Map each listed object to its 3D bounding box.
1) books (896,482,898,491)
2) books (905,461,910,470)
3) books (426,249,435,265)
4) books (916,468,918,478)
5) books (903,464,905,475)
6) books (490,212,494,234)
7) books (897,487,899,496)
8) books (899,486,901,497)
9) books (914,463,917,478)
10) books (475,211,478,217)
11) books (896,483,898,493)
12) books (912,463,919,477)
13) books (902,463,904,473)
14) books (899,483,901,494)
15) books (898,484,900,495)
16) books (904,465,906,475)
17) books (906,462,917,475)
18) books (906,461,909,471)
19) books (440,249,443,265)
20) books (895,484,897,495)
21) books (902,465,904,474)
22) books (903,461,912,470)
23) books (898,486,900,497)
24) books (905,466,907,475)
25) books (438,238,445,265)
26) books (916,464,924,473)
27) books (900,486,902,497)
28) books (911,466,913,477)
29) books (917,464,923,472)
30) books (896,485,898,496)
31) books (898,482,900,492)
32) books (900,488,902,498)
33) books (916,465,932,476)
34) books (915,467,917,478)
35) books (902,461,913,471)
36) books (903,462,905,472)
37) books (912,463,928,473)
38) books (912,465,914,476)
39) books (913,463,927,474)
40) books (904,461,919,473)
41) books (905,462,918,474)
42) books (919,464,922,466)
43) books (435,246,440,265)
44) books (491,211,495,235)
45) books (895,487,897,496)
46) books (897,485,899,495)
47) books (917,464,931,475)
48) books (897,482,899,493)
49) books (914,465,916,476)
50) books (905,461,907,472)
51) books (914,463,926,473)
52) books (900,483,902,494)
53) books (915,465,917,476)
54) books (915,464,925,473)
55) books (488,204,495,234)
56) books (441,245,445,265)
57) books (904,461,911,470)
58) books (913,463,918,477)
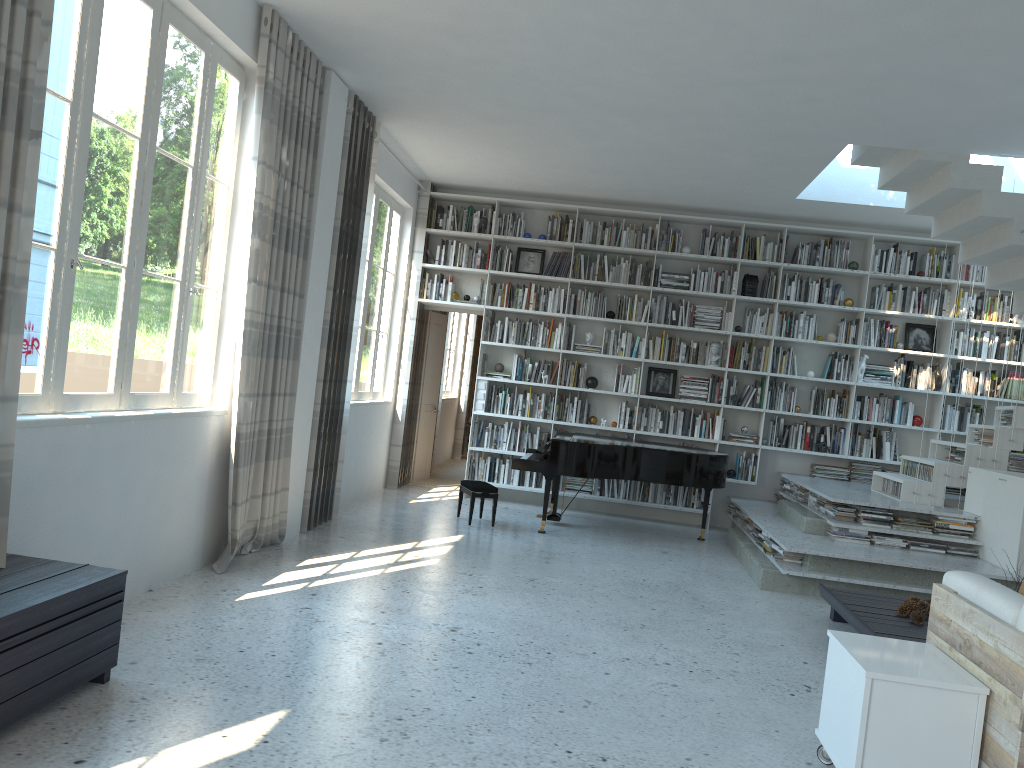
[{"bbox_3d":[3.411,0.918,7.714,0.125,0.125,0.008,7,1,6],"label":"books"},{"bbox_3d":[3.608,0.764,7.985,0.125,0.125,0.007,7,1,6],"label":"books"},{"bbox_3d":[-0.854,-1.338,9.453,0.121,0.176,0.129,7,1,6],"label":"books"},{"bbox_3d":[3.575,0.762,7.682,0.125,0.125,0.008,7,1,6],"label":"books"},{"bbox_3d":[3.612,0.764,8.022,0.125,0.125,0.008,7,1,6],"label":"books"},{"bbox_3d":[-0.199,-1.674,9.369,0.025,0.259,0.138,7,1,6],"label":"books"},{"bbox_3d":[3.406,0.918,7.668,0.125,0.125,0.010,7,1,6],"label":"books"},{"bbox_3d":[3.400,0.918,7.622,0.125,0.125,0.008,7,1,6],"label":"books"},{"bbox_3d":[3.580,0.762,7.730,0.125,0.125,0.007,7,1,6],"label":"books"},{"bbox_3d":[-0.373,-1.686,9.376,0.025,0.244,0.167,7,1,6],"label":"books"},{"bbox_3d":[3.410,0.918,7.706,0.125,0.125,0.008,7,1,6],"label":"books"},{"bbox_3d":[3.586,0.763,7.780,0.125,0.125,0.009,7,1,6],"label":"books"},{"bbox_3d":[3.616,0.765,8.052,0.125,0.125,0.007,7,1,6],"label":"books"},{"bbox_3d":[3.401,0.918,7.630,0.125,0.125,0.007,7,1,6],"label":"books"},{"bbox_3d":[3.404,0.918,7.652,0.125,0.125,0.008,7,1,6],"label":"books"},{"bbox_3d":[3.609,0.764,7.993,0.125,0.125,0.008,7,1,6],"label":"books"},{"bbox_3d":[3.604,0.764,7.945,0.125,0.125,0.010,7,1,6],"label":"books"},{"bbox_3d":[3.605,0.764,7.955,0.125,0.125,0.008,7,1,6],"label":"books"},{"bbox_3d":[-0.736,-1.333,9.444,0.024,0.192,0.138,7,1,6],"label":"books"},{"bbox_3d":[3.412,0.918,7.729,0.125,0.125,0.008,7,1,6],"label":"books"},{"bbox_3d":[3.615,0.764,8.045,0.125,0.125,0.008,7,1,6],"label":"books"},{"bbox_3d":[3.614,0.764,8.037,0.125,0.125,0.009,7,1,6],"label":"books"},{"bbox_3d":[3.403,0.918,7.644,0.125,0.125,0.008,7,1,6],"label":"books"},{"bbox_3d":[3.606,0.764,7.962,0.125,0.125,0.008,7,1,6],"label":"books"},{"bbox_3d":[-0.749,-1.387,9.433,0.011,0.296,0.162,7,1,6],"label":"books"},{"bbox_3d":[3.577,0.762,7.697,0.125,0.125,0.008,7,1,6],"label":"books"},{"bbox_3d":[3.398,0.917,7.596,0.125,0.125,0.008,7,1,6],"label":"books"},{"bbox_3d":[3.589,0.763,7.810,0.125,0.125,0.008,7,1,6],"label":"books"},{"bbox_3d":[3.574,0.762,7.675,0.125,0.125,0.008,7,1,6],"label":"books"},{"bbox_3d":[3.409,0.918,7.699,0.125,0.125,0.008,7,1,6],"label":"books"},{"bbox_3d":[3.405,0.918,7.661,0.125,0.125,0.010,7,1,6],"label":"books"},{"bbox_3d":[3.397,0.917,7.588,0.125,0.125,0.008,7,1,6],"label":"books"},{"bbox_3d":[3.576,0.762,7.689,0.125,0.125,0.008,7,1,6],"label":"books"},{"bbox_3d":[3.578,0.762,7.707,0.125,0.125,0.010,7,1,6],"label":"books"},{"bbox_3d":[3.617,0.765,8.059,0.125,0.125,0.008,7,1,6],"label":"books"},{"bbox_3d":[3.613,0.764,8.029,0.125,0.125,0.007,7,1,6],"label":"books"},{"bbox_3d":[3.588,0.763,7.799,0.125,0.125,0.012,7,1,6],"label":"books"},{"bbox_3d":[3.587,0.763,7.788,0.125,0.125,0.010,7,1,6],"label":"books"},{"bbox_3d":[3.585,0.763,7.771,0.125,0.125,0.007,7,1,6],"label":"books"},{"bbox_3d":[3.611,0.764,8.004,0.125,0.125,0.012,7,1,6],"label":"books"},{"bbox_3d":[3.607,0.764,7.970,0.125,0.125,0.007,7,1,6],"label":"books"},{"bbox_3d":[3.572,0.762,7.653,0.125,0.125,0.008,7,1,6],"label":"books"},{"bbox_3d":[-0.776,-1.350,9.434,0.034,0.218,0.166,7,1,6],"label":"books"},{"bbox_3d":[-0.178,-1.668,9.330,0.024,0.252,0.235,7,1,6],"label":"books"},{"bbox_3d":[3.411,0.918,7.721,0.125,0.125,0.008,7,1,6],"label":"books"},{"bbox_3d":[3.406,0.918,7.675,0.125,0.125,0.008,7,1,6],"label":"books"},{"bbox_3d":[3.574,0.762,7.668,0.125,0.125,0.008,7,1,6],"label":"books"},{"bbox_3d":[3.407,0.918,7.684,0.125,0.125,0.008,7,1,6],"label":"books"},{"bbox_3d":[3.581,0.763,7.739,0.125,0.125,0.010,7,1,6],"label":"books"},{"bbox_3d":[3.608,0.764,7.978,0.125,0.125,0.007,7,1,6],"label":"books"},{"bbox_3d":[3.583,0.763,7.750,0.125,0.125,0.014,7,1,6],"label":"books"},{"bbox_3d":[3.399,0.918,7.605,0.125,0.125,0.011,7,1,6],"label":"books"},{"bbox_3d":[3.579,0.762,7.715,0.125,0.125,0.007,7,1,6],"label":"books"},{"bbox_3d":[3.580,0.762,7.722,0.125,0.125,0.007,7,1,6],"label":"books"},{"bbox_3d":[-0.214,-1.715,9.364,0.014,0.337,0.168,7,1,6],"label":"books"},{"bbox_3d":[-0.714,-1.348,9.416,0.022,0.228,0.171,7,1,6],"label":"books"},{"bbox_3d":[3.611,0.764,8.013,0.125,0.125,0.010,7,1,6],"label":"books"},{"bbox_3d":[3.584,0.763,7.761,0.125,0.125,0.010,7,1,6],"label":"books"}]
